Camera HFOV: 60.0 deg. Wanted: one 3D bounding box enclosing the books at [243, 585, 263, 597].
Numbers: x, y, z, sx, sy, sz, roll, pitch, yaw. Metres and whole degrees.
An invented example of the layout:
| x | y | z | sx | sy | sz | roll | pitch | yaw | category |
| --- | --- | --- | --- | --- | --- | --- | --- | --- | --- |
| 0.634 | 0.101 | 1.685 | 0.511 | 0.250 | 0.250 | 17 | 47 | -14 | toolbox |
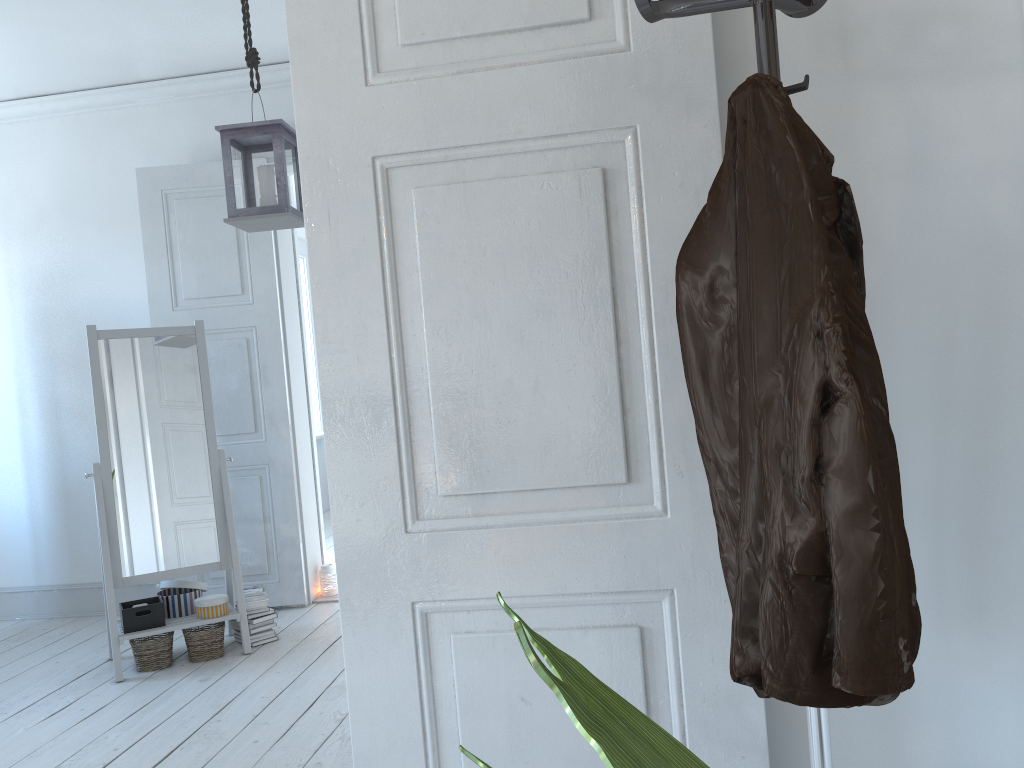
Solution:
| x | y | z | sx | sy | sz | roll | pitch | yaw | category |
| --- | --- | --- | --- | --- | --- | --- | --- | --- | --- |
| -1.211 | 0.959 | 4.097 | 0.111 | 0.014 | 0.156 | -5 | 1 | -13 | books |

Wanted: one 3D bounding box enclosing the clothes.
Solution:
| x | y | z | sx | sy | sz | roll | pitch | yaw | category |
| --- | --- | --- | --- | --- | --- | --- | --- | --- | --- |
| 0.324 | 0.015 | 1.039 | 0.237 | 0.770 | 0.211 | -4 | 2 | 41 | clothes |

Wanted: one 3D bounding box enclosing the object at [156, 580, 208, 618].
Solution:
| x | y | z | sx | sy | sz | roll | pitch | yaw | category |
| --- | --- | --- | --- | --- | --- | --- | --- | --- | --- |
| -1.504 | 0.957 | 4.046 | 0.207 | 0.159 | 0.241 | -5 | 1 | 15 | object |

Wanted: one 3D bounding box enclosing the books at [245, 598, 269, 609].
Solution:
| x | y | z | sx | sy | sz | roll | pitch | yaw | category |
| --- | --- | --- | --- | --- | --- | --- | --- | --- | --- |
| -1.195 | 0.995 | 4.080 | 0.128 | 0.026 | 0.200 | -5 | 1 | -21 | books |

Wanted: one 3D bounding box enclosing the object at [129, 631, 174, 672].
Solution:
| x | y | z | sx | sy | sz | roll | pitch | yaw | category |
| --- | --- | --- | --- | --- | --- | --- | --- | --- | --- |
| -1.568 | 1.154 | 3.874 | 0.185 | 0.140 | 0.295 | -5 | 1 | -21 | object |

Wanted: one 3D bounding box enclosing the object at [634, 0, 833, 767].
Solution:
| x | y | z | sx | sy | sz | roll | pitch | yaw | category |
| --- | --- | --- | --- | --- | --- | --- | --- | --- | --- |
| 0.371 | 0.251 | 1.113 | 0.375 | 1.659 | 0.374 | -4 | 2 | 15 | object |

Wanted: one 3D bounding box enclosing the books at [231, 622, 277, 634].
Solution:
| x | y | z | sx | sy | sz | roll | pitch | yaw | category |
| --- | --- | --- | --- | --- | --- | --- | --- | --- | --- |
| -1.191 | 1.114 | 4.090 | 0.187 | 0.017 | 0.132 | -4 | 1 | 45 | books |

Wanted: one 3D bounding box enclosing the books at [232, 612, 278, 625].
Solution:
| x | y | z | sx | sy | sz | roll | pitch | yaw | category |
| --- | --- | --- | --- | --- | --- | --- | --- | --- | --- |
| -1.191 | 1.070 | 4.085 | 0.193 | 0.022 | 0.128 | -4 | 1 | 40 | books |

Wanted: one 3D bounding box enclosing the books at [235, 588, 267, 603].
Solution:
| x | y | z | sx | sy | sz | roll | pitch | yaw | category |
| --- | --- | --- | --- | --- | --- | --- | --- | --- | --- |
| -1.202 | 0.974 | 4.084 | 0.132 | 0.017 | 0.187 | -5 | 1 | -19 | books |

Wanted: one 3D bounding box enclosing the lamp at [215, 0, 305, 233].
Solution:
| x | y | z | sx | sy | sz | roll | pitch | yaw | category |
| --- | --- | --- | --- | --- | --- | --- | --- | --- | --- |
| -0.908 | -1.425 | 3.017 | 0.228 | 1.763 | 0.228 | -5 | 2 | 4 | lamp |

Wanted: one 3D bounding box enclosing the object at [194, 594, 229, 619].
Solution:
| x | y | z | sx | sy | sz | roll | pitch | yaw | category |
| --- | --- | --- | --- | --- | --- | --- | --- | --- | --- |
| -1.329 | 0.984 | 3.926 | 0.142 | 0.074 | 0.142 | -5 | 1 | -9 | object |

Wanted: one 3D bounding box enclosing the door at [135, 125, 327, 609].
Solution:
| x | y | z | sx | sy | sz | roll | pitch | yaw | category |
| --- | --- | --- | --- | --- | --- | --- | --- | --- | --- |
| -0.530 | -0.130 | 4.704 | 2.599 | 2.506 | 0.577 | -5 | 2 | 8 | door |

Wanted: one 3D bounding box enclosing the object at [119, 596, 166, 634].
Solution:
| x | y | z | sx | sy | sz | roll | pitch | yaw | category |
| --- | --- | --- | --- | --- | --- | --- | --- | --- | --- |
| -1.596 | 0.995 | 3.826 | 0.165 | 0.103 | 0.155 | -5 | 1 | -28 | object |

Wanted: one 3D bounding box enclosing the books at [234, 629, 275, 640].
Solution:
| x | y | z | sx | sy | sz | roll | pitch | yaw | category |
| --- | --- | --- | --- | --- | --- | --- | --- | --- | --- |
| -1.189 | 1.142 | 4.092 | 0.128 | 0.016 | 0.181 | -5 | 1 | -37 | books |

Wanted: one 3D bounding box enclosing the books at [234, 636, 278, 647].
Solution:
| x | y | z | sx | sy | sz | roll | pitch | yaw | category |
| --- | --- | --- | --- | --- | --- | --- | --- | --- | --- |
| -1.182 | 1.175 | 4.096 | 0.128 | 0.016 | 0.179 | -5 | 1 | -44 | books |

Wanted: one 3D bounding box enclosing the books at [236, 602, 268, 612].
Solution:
| x | y | z | sx | sy | sz | roll | pitch | yaw | category |
| --- | --- | --- | --- | --- | --- | --- | --- | --- | --- |
| -1.200 | 1.017 | 4.088 | 0.128 | 0.016 | 0.181 | -5 | 1 | -21 | books |

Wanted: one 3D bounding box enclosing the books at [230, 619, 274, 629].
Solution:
| x | y | z | sx | sy | sz | roll | pitch | yaw | category |
| --- | --- | --- | --- | --- | --- | --- | --- | --- | --- |
| -1.201 | 1.094 | 4.094 | 0.167 | 0.022 | 0.128 | -4 | 1 | 42 | books |

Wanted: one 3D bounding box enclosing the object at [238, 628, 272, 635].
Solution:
| x | y | z | sx | sy | sz | roll | pitch | yaw | category |
| --- | --- | --- | --- | --- | --- | --- | --- | --- | --- |
| -1.197 | 1.127 | 4.103 | 0.111 | 0.014 | 0.156 | -5 | 1 | -39 | object |

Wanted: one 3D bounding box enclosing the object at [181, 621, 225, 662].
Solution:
| x | y | z | sx | sy | sz | roll | pitch | yaw | category |
| --- | --- | --- | --- | --- | --- | --- | --- | --- | --- |
| -1.371 | 1.137 | 3.955 | 0.185 | 0.140 | 0.295 | -5 | 1 | -21 | object |

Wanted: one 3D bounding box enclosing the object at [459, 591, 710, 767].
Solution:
| x | y | z | sx | sy | sz | roll | pitch | yaw | category |
| --- | --- | --- | --- | --- | --- | --- | --- | --- | --- |
| 0.253 | 0.323 | 0.167 | 1.044 | 1.554 | 0.288 | -4 | 2 | 37 | object |

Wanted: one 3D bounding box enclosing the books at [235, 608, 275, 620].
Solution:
| x | y | z | sx | sy | sz | roll | pitch | yaw | category |
| --- | --- | --- | --- | --- | --- | --- | --- | --- | --- |
| -1.192 | 1.050 | 4.093 | 0.128 | 0.016 | 0.179 | -5 | 1 | -39 | books |

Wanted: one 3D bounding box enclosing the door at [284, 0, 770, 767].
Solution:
| x | y | z | sx | sy | sz | roll | pitch | yaw | category |
| --- | --- | --- | --- | --- | --- | --- | --- | --- | --- |
| -0.924 | -0.067 | 1.716 | 2.599 | 2.506 | 0.577 | -5 | 2 | 8 | door |

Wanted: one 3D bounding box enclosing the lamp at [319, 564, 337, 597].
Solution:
| x | y | z | sx | sy | sz | roll | pitch | yaw | category |
| --- | --- | --- | --- | --- | --- | --- | --- | --- | --- |
| -1.003 | 1.069 | 4.836 | 0.089 | 0.166 | 0.089 | -5 | 1 | 7 | lamp |

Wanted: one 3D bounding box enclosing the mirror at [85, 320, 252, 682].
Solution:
| x | y | z | sx | sy | sz | roll | pitch | yaw | category |
| --- | --- | --- | --- | --- | --- | --- | --- | --- | --- |
| -1.543 | 0.466 | 3.928 | 0.610 | 1.489 | 0.417 | -6 | 2 | -28 | mirror |

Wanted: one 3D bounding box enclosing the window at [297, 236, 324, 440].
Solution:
| x | y | z | sx | sy | sz | roll | pitch | yaw | category |
| --- | --- | --- | --- | --- | --- | --- | --- | --- | --- |
| -12.870 | -1.462 | 30.076 | 27.759 | 15.027 | 51.257 | -5 | 1 | 8 | window |

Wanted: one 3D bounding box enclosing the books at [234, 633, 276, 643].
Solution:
| x | y | z | sx | sy | sz | roll | pitch | yaw | category |
| --- | --- | --- | --- | --- | --- | --- | --- | --- | --- |
| -1.188 | 1.159 | 4.095 | 0.128 | 0.016 | 0.177 | -5 | 1 | -41 | books |

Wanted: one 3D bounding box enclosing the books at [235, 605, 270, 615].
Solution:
| x | y | z | sx | sy | sz | roll | pitch | yaw | category |
| --- | --- | --- | --- | --- | --- | --- | --- | --- | --- |
| -1.198 | 1.033 | 4.091 | 0.128 | 0.016 | 0.177 | -5 | 1 | -26 | books |
